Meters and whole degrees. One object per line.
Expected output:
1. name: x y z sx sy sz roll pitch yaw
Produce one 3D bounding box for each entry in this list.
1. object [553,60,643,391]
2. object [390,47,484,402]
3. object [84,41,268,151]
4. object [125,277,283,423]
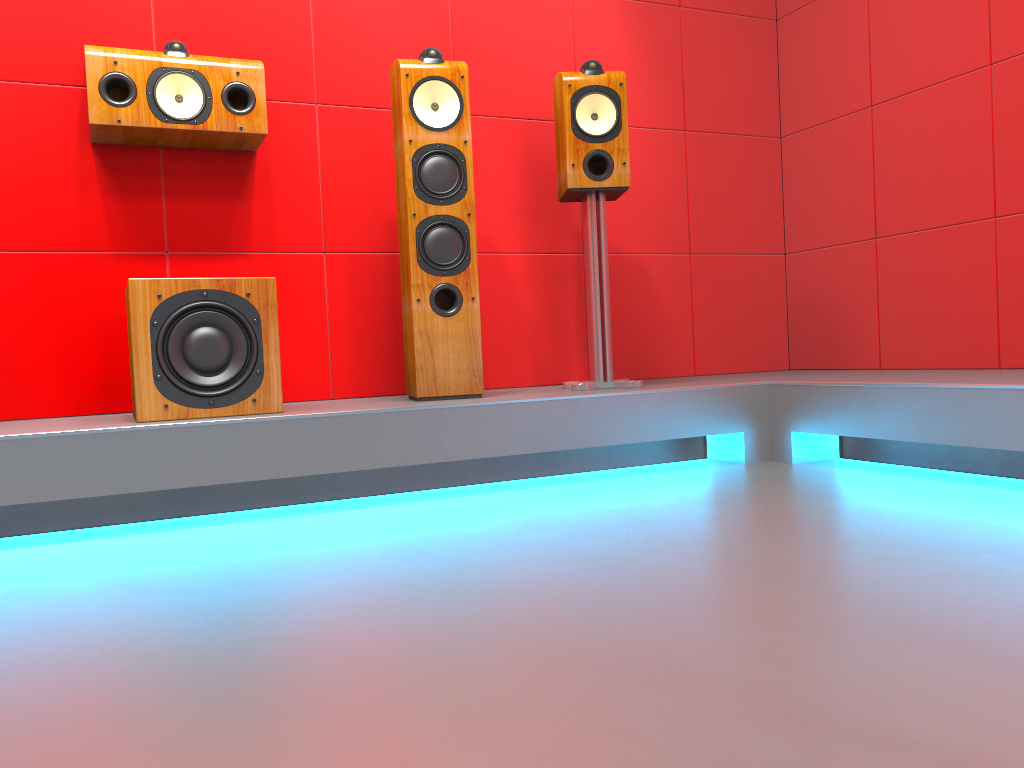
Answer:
1. object: 0.274 -0.514 2.938 0.231 1.058 0.265 -3 2 -4
2. object: -0.234 -0.480 2.731 0.203 1.052 0.238 -3 2 -14
3. object: -1.020 -0.883 2.697 0.493 0.271 0.235 -4 2 -24
4. object: -0.849 -0.094 2.428 0.360 0.360 0.360 -4 2 -24
